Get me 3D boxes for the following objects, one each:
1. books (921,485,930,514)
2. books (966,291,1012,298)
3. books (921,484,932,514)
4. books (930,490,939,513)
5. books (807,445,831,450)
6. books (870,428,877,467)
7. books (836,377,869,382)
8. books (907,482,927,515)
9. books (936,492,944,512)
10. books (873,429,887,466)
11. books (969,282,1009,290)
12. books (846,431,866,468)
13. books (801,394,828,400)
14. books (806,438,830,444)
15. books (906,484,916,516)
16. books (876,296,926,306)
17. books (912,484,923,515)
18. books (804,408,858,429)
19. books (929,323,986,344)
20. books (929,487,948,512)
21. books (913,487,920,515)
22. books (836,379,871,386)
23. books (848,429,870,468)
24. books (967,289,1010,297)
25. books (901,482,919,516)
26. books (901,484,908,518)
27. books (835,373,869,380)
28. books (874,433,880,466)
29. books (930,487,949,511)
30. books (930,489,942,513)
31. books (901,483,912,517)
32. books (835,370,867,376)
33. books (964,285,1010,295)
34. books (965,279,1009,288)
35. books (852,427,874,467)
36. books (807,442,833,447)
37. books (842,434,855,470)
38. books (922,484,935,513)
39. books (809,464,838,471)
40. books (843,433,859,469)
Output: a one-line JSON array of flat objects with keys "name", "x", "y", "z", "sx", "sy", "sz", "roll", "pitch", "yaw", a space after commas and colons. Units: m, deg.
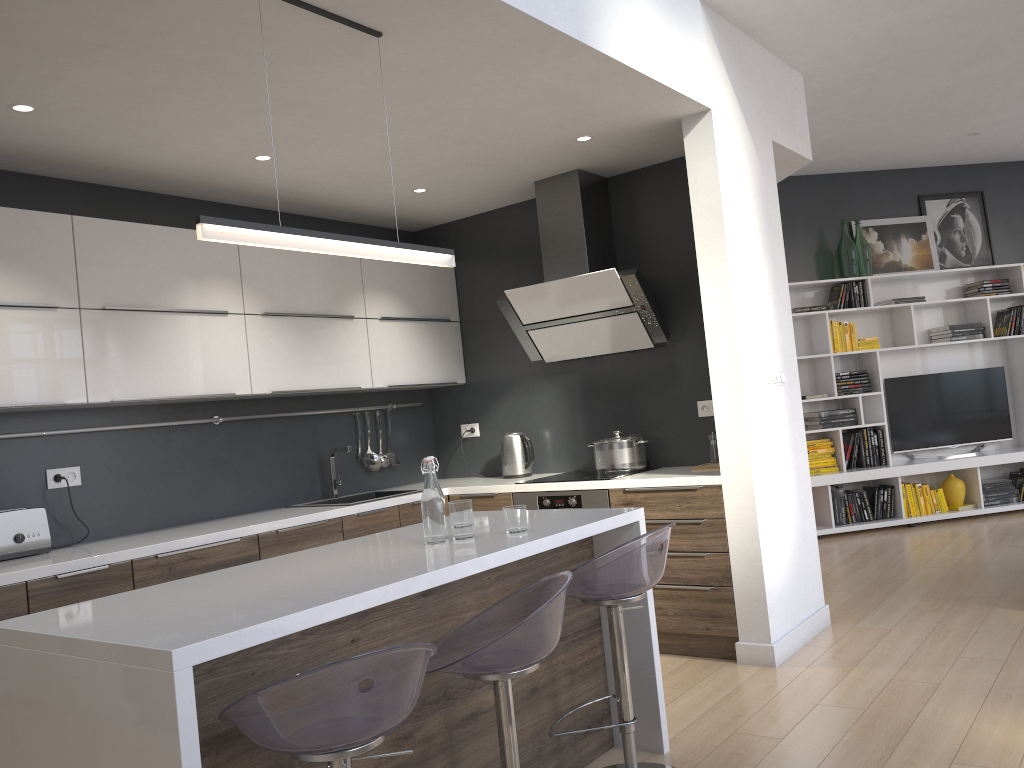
[{"name": "books", "x": 3.330, "y": 0.938, "z": 7.237, "sx": 0.043, "sy": 0.240, "sz": 0.169, "roll": -6, "pitch": -2, "yaw": -10}, {"name": "books", "x": 4.067, "y": -0.754, "z": 7.566, "sx": 0.284, "sy": 0.030, "sz": 0.214, "roll": -6, "pitch": -2, "yaw": -5}, {"name": "books", "x": 3.351, "y": 0.938, "z": 7.260, "sx": 0.043, "sy": 0.235, "sz": 0.171, "roll": -6, "pitch": -2, "yaw": -10}, {"name": "books", "x": 3.419, "y": 0.955, "z": 7.255, "sx": 0.056, "sy": 0.188, "sz": 0.138, "roll": -6, "pitch": -2, "yaw": -8}, {"name": "books", "x": 2.485, "y": 0.522, "z": 7.301, "sx": 0.238, "sy": 0.023, "sz": 0.167, "roll": -6, "pitch": -2, "yaw": 7}, {"name": "books", "x": 2.932, "y": 0.523, "z": 7.345, "sx": 0.034, "sy": 0.315, "sz": 0.239, "roll": -6, "pitch": -2, "yaw": -8}, {"name": "books", "x": 2.780, "y": -0.032, "z": 7.343, "sx": 0.264, "sy": 0.020, "sz": 0.189, "roll": -6, "pitch": -2, "yaw": -5}, {"name": "books", "x": 3.296, "y": 0.936, "z": 7.252, "sx": 0.055, "sy": 0.252, "sz": 0.185, "roll": -6, "pitch": -2, "yaw": -10}, {"name": "books", "x": 3.462, "y": 0.961, "z": 7.241, "sx": 0.049, "sy": 0.169, "sz": 0.113, "roll": -6, "pitch": -2, "yaw": -9}, {"name": "books", "x": 3.006, "y": 0.524, "z": 7.350, "sx": 0.051, "sy": 0.297, "sz": 0.230, "roll": -6, "pitch": -2, "yaw": -8}, {"name": "books", "x": 4.064, "y": -0.833, "z": 7.566, "sx": 0.246, "sy": 0.026, "sz": 0.180, "roll": -6, "pitch": -2, "yaw": -6}, {"name": "books", "x": 2.842, "y": 0.540, "z": 7.322, "sx": 0.028, "sy": 0.301, "sz": 0.213, "roll": -6, "pitch": -2, "yaw": -8}, {"name": "books", "x": 2.425, "y": 0.109, "z": 7.275, "sx": 0.209, "sy": 0.030, "sz": 0.266, "roll": -5, "pitch": -2, "yaw": -15}, {"name": "books", "x": 2.476, "y": 0.475, "z": 7.322, "sx": 0.234, "sy": 0.024, "sz": 0.171, "roll": -6, "pitch": -2, "yaw": -4}, {"name": "books", "x": 3.201, "y": 0.942, "z": 7.243, "sx": 0.066, "sy": 0.258, "sz": 0.198, "roll": -6, "pitch": -2, "yaw": -8}, {"name": "books", "x": 3.260, "y": -0.684, "z": 7.444, "sx": 0.310, "sy": 0.047, "sz": 0.250, "roll": -5, "pitch": -2, "yaw": -13}, {"name": "books", "x": 3.272, "y": 0.937, "z": 7.238, "sx": 0.041, "sy": 0.252, "sz": 0.180, "roll": -6, "pitch": -2, "yaw": -8}, {"name": "books", "x": 2.627, "y": 0.289, "z": 7.328, "sx": 0.343, "sy": 0.137, "sz": 0.277, "roll": -6, "pitch": -2, "yaw": -8}, {"name": "books", "x": 3.776, "y": -0.427, "z": 7.524, "sx": 0.343, "sy": 0.137, "sz": 0.277, "roll": -5, "pitch": -2, "yaw": -13}, {"name": "books", "x": 3.483, "y": 0.946, "z": 7.260, "sx": 0.067, "sy": 0.193, "sz": 0.148, "roll": -6, "pitch": -2, "yaw": -7}, {"name": "books", "x": 3.253, "y": 0.952, "z": 7.230, "sx": 0.042, "sy": 0.230, "sz": 0.156, "roll": -6, "pitch": -2, "yaw": -10}, {"name": "books", "x": 2.784, "y": -0.008, "z": 7.339, "sx": 0.284, "sy": 0.030, "sz": 0.214, "roll": -6, "pitch": -2, "yaw": 0}, {"name": "books", "x": 2.871, "y": 0.529, "z": 7.332, "sx": 0.034, "sy": 0.314, "sz": 0.237, "roll": -6, "pitch": -2, "yaw": -8}, {"name": "books", "x": 4.062, "y": -0.779, "z": 7.571, "sx": 0.264, "sy": 0.020, "sz": 0.189, "roll": -6, "pitch": -2, "yaw": -10}, {"name": "books", "x": 3.231, "y": 0.936, "z": 7.246, "sx": 0.038, "sy": 0.267, "sz": 0.202, "roll": -6, "pitch": -2, "yaw": -8}, {"name": "books", "x": 3.130, "y": 0.942, "z": 7.206, "sx": 0.029, "sy": 0.270, "sz": 0.204, "roll": -6, "pitch": -2, "yaw": -8}, {"name": "books", "x": 2.780, "y": -0.057, "z": 7.364, "sx": 0.284, "sy": 0.030, "sz": 0.214, "roll": -6, "pitch": -2, "yaw": 0}, {"name": "books", "x": 2.968, "y": 0.539, "z": 7.342, "sx": 0.028, "sy": 0.272, "sz": 0.200, "roll": -6, "pitch": -2, "yaw": -8}, {"name": "books", "x": 3.506, "y": 0.944, "z": 7.272, "sx": 0.046, "sy": 0.193, "sz": 0.149, "roll": -6, "pitch": -2, "yaw": -8}, {"name": "books", "x": 3.440, "y": 0.953, "z": 7.250, "sx": 0.046, "sy": 0.187, "sz": 0.134, "roll": -6, "pitch": -2, "yaw": -9}, {"name": "books", "x": 3.166, "y": 0.939, "z": 7.232, "sx": 0.048, "sy": 0.271, "sz": 0.213, "roll": -6, "pitch": -2, "yaw": -8}, {"name": "books", "x": 2.782, "y": -0.087, "z": 7.338, "sx": 0.246, "sy": 0.026, "sz": 0.180, "roll": -6, "pitch": -2, "yaw": -1}, {"name": "books", "x": 4.060, "y": -0.803, "z": 7.592, "sx": 0.284, "sy": 0.030, "sz": 0.214, "roll": -6, "pitch": -2, "yaw": -5}, {"name": "books", "x": 4.057, "y": -0.859, "z": 7.578, "sx": 0.266, "sy": 0.030, "sz": 0.209, "roll": -5, "pitch": -2, "yaw": -15}, {"name": "books", "x": 2.902, "y": 0.520, "z": 7.341, "sx": 0.026, "sy": 0.326, "sz": 0.237, "roll": -6, "pitch": -2, "yaw": -8}, {"name": "books", "x": 2.491, "y": 0.497, "z": 7.300, "sx": 0.234, "sy": 0.024, "sz": 0.171, "roll": -6, "pitch": -2, "yaw": -4}, {"name": "books", "x": 2.725, "y": 0.558, "z": 7.321, "sx": 0.142, "sy": 0.284, "sz": 0.232, "roll": -6, "pitch": -2, "yaw": -8}, {"name": "books", "x": 3.381, "y": 0.936, "z": 7.274, "sx": 0.056, "sy": 0.235, "sz": 0.172, "roll": -6, "pitch": -2, "yaw": -9}, {"name": "books", "x": 2.498, "y": 0.681, "z": 7.278, "sx": 0.269, "sy": 0.025, "sz": 0.213, "roll": -6, "pitch": -2, "yaw": -5}, {"name": "books", "x": 2.778, "y": 0.550, "z": 7.311, "sx": 0.100, "sy": 0.289, "sz": 0.210, "roll": -6, "pitch": -2, "yaw": -9}]
